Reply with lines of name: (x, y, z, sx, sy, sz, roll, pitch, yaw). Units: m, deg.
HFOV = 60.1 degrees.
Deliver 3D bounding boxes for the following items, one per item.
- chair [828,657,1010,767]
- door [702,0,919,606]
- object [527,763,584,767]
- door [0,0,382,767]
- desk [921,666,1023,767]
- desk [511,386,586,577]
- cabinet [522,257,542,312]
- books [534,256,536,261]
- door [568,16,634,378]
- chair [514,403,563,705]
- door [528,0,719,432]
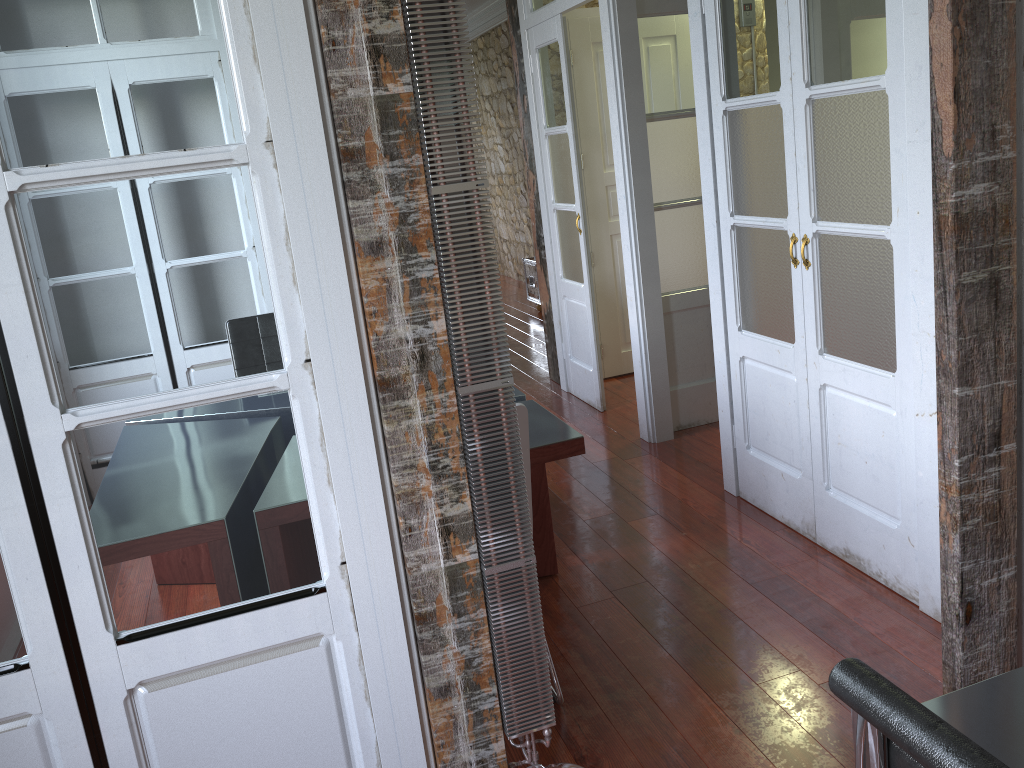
chair: (0.713, 0.743, 0.892, 0.700, 1.011, 0.672, -10, 13, -12)
door: (0.996, -0.466, 3.010, 0.041, 2.154, 1.067, -11, 13, -16)
object: (0.112, 0.971, 1.848, 0.222, 0.379, 0.236, -17, 16, -37)
door: (-0.875, 0.150, 1.604, 1.163, 2.157, 0.041, -11, 13, -16)
desk: (1.986, 0.691, 1.040, 2.514, 0.719, 1.313, -11, 15, -16)
desk: (-0.685, 0.426, 3.382, 1.449, 0.646, 1.729, -11, 15, -16)
cabinet: (0.569, -0.820, 7.694, 0.489, 0.504, 1.436, -11, 15, -16)
books: (0.314, -1.172, 8.111, 0.223, 0.028, 0.309, -6, 15, 4)
door: (0.858, -1.186, 5.614, 0.871, 2.193, 0.146, -11, 13, -16)
chair: (-0.196, 0.466, 2.530, 0.476, 0.909, 0.607, -11, 14, -16)
door: (0.469, -0.873, 4.755, 0.486, 2.157, 1.191, -18, 17, -41)
